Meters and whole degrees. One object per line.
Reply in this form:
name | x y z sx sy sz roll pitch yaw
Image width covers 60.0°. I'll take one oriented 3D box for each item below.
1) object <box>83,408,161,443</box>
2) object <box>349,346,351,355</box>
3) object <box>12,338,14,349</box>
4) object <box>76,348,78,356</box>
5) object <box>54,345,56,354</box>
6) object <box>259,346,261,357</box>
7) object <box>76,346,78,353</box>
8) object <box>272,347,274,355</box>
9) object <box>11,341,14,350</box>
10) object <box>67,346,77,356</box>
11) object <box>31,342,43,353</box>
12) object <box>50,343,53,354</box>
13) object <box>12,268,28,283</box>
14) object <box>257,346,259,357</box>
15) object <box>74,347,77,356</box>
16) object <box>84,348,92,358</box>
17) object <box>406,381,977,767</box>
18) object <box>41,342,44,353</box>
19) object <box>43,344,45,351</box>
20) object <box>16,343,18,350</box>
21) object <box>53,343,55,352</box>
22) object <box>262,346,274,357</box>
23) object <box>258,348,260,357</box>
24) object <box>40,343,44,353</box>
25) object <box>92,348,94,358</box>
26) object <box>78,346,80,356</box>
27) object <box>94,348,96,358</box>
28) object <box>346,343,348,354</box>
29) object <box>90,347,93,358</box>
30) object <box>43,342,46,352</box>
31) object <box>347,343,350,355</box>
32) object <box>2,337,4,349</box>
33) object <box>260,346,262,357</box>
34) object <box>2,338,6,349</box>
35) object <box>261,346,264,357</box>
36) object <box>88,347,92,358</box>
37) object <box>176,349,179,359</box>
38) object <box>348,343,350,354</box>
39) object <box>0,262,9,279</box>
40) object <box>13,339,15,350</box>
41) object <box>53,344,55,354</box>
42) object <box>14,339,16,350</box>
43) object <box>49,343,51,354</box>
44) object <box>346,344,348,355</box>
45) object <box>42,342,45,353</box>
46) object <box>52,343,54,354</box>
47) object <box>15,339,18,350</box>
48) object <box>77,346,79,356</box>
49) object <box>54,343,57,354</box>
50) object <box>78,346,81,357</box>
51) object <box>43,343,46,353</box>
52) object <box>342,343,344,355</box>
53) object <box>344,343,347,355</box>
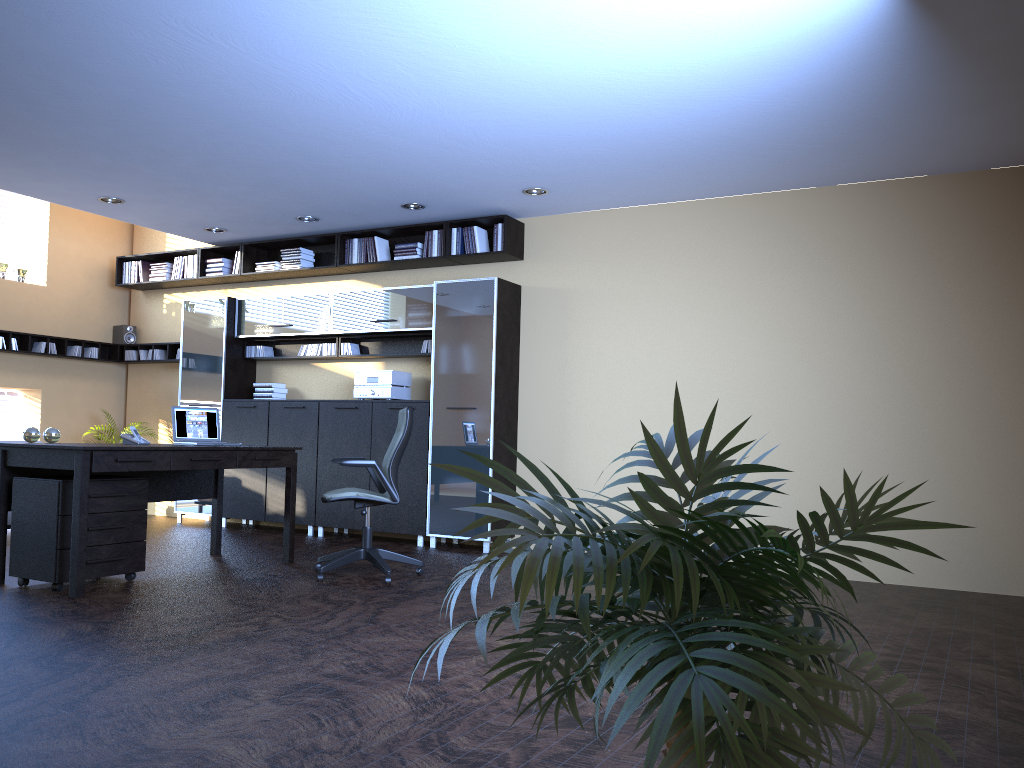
object | -4.359 0.876 9.882 0.841 1.239 0.689 3 -3 -28
object | -1.581 -0.344 8.856 0.030 0.120 0.142 0 -3 28
object | -5.270 -0.416 9.291 0.142 0.120 0.030 0 -2 28
object | -4.921 -0.368 9.940 0.140 0.117 0.026 0 -2 28
object | -5.048 -0.385 9.699 0.140 0.117 0.026 0 -2 28
object | -2.623 -0.339 9.408 0.026 0.117 0.140 0 -3 28
object | -4.924 -0.367 9.942 0.142 0.120 0.030 0 -2 28
object | -2.579 -0.337 9.393 0.036 0.116 0.140 0 -3 28
object | -5.274 -0.416 9.282 0.142 0.120 0.030 0 -2 28
object | -4.937 -0.368 9.920 0.142 0.118 0.040 0 -3 28
object | -5.124 -0.394 9.566 0.142 0.118 0.040 0 -3 28
object | -5.066 -0.387 9.673 0.142 0.120 0.030 0 -2 28
object | -5.324 -1.165 9.584 0.117 0.149 0.124 0 -3 28
object | -2.651 -0.339 9.423 0.009 0.120 0.142 0 -3 28
object | -4.931 -0.368 9.934 0.142 0.120 0.030 0 -2 28
object | -4.841 -0.356 10.087 0.142 0.118 0.040 0 -3 28
object | 0.241 0.617 1.221 0.763 1.236 0.669 3 -3 -39
object | -5.119 -0.394 9.580 0.140 0.117 0.026 0 -2 28
object | -5.111 -0.393 9.599 0.140 0.117 0.026 0 -2 28
object | -5.254 -0.412 9.323 0.140 0.116 0.036 0 -3 28
object | -5.052 -0.385 9.701 0.142 0.120 0.030 0 -2 28
object | -2.583 -0.338 9.388 0.040 0.118 0.142 0 -3 28
object | -2.640 -0.339 9.422 0.009 0.120 0.142 0 -3 28
object | -5.121 -0.394 9.581 0.142 0.120 0.030 0 -2 28
object | -4.824 -0.355 10.117 0.142 0.120 0.009 0 -2 28
object | -4.910 -0.366 9.958 0.142 0.120 0.030 0 -2 28
object | -4.813 -0.353 10.135 0.142 0.120 0.009 0 -2 28
object | -1.601 -0.344 8.862 0.030 0.120 0.142 0 -3 28
object | -4.834 -0.355 10.111 0.142 0.120 0.009 0 -2 28
object | -5.113 -0.393 9.601 0.142 0.120 0.030 0 -2 28
object | -1.592 -0.344 8.858 0.030 0.120 0.142 0 -3 28
object | -5.319 -0.421 9.210 0.142 0.122 0.041 0 -3 28
object | -2.614 -0.339 9.405 0.030 0.120 0.142 0 -3 28
object | -5.317 -0.421 9.209 0.142 0.118 0.040 0 -3 28
object | -2.597 -0.339 9.392 0.030 0.120 0.142 0 -3 28
object | -4.838 -0.355 10.086 0.142 0.122 0.041 0 -3 28
object | -3.720 -0.331 10.000 0.040 0.118 0.142 0 -3 28
object | -1.582 -0.344 8.854 0.026 0.117 0.140 0 -3 29
object | -5.432 -1.192 9.384 0.137 0.173 0.144 1 -3 18
object | -5.268 -0.415 9.301 0.142 0.120 0.030 0 -2 28
object | -5.056 -0.386 9.691 0.142 0.120 0.030 0 -2 28
object | -5.263 -0.414 9.311 0.140 0.117 0.026 0 -2 28
object | -5.076 -0.389 9.655 0.142 0.120 0.009 0 -2 28
object | -1.608 -0.344 8.870 0.026 0.117 0.140 0 -3 28
object | -5.114 -0.394 9.590 0.142 0.120 0.030 0 -2 28
object | -5.058 -0.387 9.681 0.142 0.120 0.030 0 -2 28
object | -5.255 -0.412 9.323 0.142 0.118 0.040 0 -3 28
object | -4.917 -0.367 9.950 0.142 0.120 0.030 0 -2 28
object | -5.046 -0.383 9.714 0.142 0.118 0.040 0 -3 28
object | -4.903 -0.365 9.978 0.142 0.120 0.009 0 -2 28
object | -5.108 -0.392 9.610 0.142 0.120 0.030 0 -2 28
object | -1.648 -0.345 8.883 0.009 0.120 0.142 0 -3 28
object | -1.628 -0.344 8.879 0.009 0.120 0.142 0 -3 28
